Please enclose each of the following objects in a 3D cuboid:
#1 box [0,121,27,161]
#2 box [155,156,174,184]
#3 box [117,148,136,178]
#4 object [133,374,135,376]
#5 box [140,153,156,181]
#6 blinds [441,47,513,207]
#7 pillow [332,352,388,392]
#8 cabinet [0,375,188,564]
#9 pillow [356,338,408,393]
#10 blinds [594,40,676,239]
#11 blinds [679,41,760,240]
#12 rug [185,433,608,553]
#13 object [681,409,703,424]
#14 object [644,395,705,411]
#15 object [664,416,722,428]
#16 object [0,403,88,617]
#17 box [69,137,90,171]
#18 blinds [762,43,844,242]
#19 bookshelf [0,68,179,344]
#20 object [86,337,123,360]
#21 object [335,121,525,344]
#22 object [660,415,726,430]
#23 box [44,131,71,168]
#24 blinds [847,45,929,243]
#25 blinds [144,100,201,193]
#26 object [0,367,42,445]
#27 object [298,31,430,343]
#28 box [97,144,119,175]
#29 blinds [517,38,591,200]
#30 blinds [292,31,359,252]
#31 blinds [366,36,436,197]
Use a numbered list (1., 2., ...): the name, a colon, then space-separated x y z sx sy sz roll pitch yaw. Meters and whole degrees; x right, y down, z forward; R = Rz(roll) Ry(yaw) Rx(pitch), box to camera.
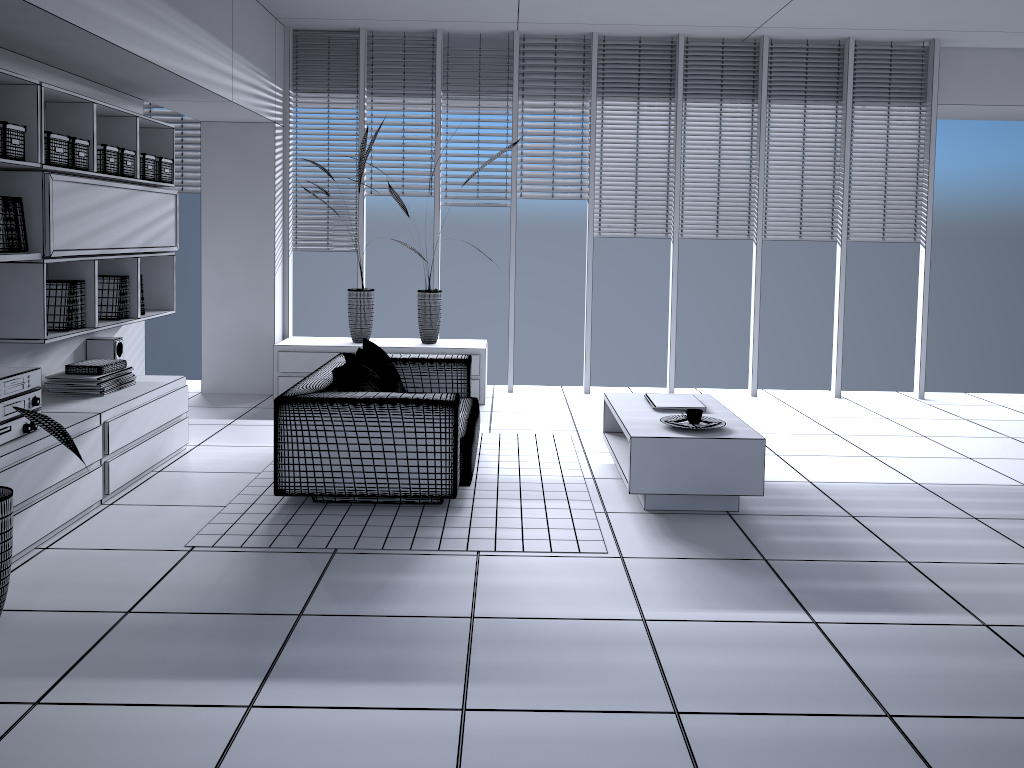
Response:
1. box: -2.366 -1.093 3.963 0.280 0.160 0.181 1 7 0
2. box: -2.374 -1.389 5.721 0.280 0.160 0.219 1 7 0
3. box: -2.372 -1.292 5.150 0.280 0.160 0.181 1 7 0
4. object: -2.312 -0.019 4.860 0.285 0.008 0.420 1 10 1
5. box: -2.373 -1.343 5.452 0.280 0.160 0.181 1 7 0
6. blinds: -0.300 -2.198 7.548 0.637 1.345 0.057 1 3 0
7. pillow: -0.782 0.060 4.748 0.340 0.385 0.574 1 8 -3
8. cabinet: -2.256 0.359 4.270 0.574 0.445 2.297 1 9 0
9. pillow: -0.784 -0.059 5.326 0.300 0.394 0.573 1 8 -3
10. blinds: 1.058 -2.098 7.562 0.715 1.676 0.047 1 3 0
11. blinds: 1.767 -2.086 7.566 0.715 1.676 0.047 1 3 0
12. rug: -0.496 0.515 4.854 1.798 0.001 2.259 1 10 0
13. object: 0.920 0.167 4.467 0.096 0.069 0.085 -2 8 -19
14. object: 0.925 0.106 5.060 0.285 0.008 0.420 1 10 1
15. object: 0.917 0.197 4.469 0.218 0.012 0.216 -8 13 -43
16. object: -1.891 0.004 2.993 1.179 1.572 0.251 4 5 32
17. box: -2.369 -1.196 4.579 0.281 0.161 0.176 1 7 0
18. blinds: 2.487 -2.074 7.570 0.715 1.676 0.047 1 3 0
19. bookshelf: -2.380 -0.862 4.481 0.327 1.238 2.851 1 9 0
20. object: -2.452 -0.162 5.315 0.177 0.229 0.120 1 5 0
21. object: -0.704 -1.231 7.001 1.550 1.849 0.698 0 4 -6
22. object: 0.917 0.202 4.473 0.331 0.024 0.332 6 11 29
23. box: -2.368 -1.158 4.351 0.281 0.160 0.214 1 7 0
24. blinds: 3.206 -2.062 7.574 0.715 1.676 0.047 1 3 0
25. blinds: -2.847 -2.328 7.563 0.637 1.365 0.039 1 3 0
26. object: -2.222 0.094 3.660 0.347 0.267 0.435 1 8 0
27. object: -1.221 -1.850 7.292 1.431 2.962 0.497 3 4 28
28. box: -2.371 -1.255 4.927 0.280 0.160 0.181 1 7 0
29. blinds: 0.346 -2.269 7.549 0.637 1.365 0.039 1 3 0
30. blinds: -1.589 -2.075 7.550 0.637 1.867 0.057 1 3 0
31. blinds: -0.943 -2.289 7.541 0.637 1.354 0.051 1 3 0
